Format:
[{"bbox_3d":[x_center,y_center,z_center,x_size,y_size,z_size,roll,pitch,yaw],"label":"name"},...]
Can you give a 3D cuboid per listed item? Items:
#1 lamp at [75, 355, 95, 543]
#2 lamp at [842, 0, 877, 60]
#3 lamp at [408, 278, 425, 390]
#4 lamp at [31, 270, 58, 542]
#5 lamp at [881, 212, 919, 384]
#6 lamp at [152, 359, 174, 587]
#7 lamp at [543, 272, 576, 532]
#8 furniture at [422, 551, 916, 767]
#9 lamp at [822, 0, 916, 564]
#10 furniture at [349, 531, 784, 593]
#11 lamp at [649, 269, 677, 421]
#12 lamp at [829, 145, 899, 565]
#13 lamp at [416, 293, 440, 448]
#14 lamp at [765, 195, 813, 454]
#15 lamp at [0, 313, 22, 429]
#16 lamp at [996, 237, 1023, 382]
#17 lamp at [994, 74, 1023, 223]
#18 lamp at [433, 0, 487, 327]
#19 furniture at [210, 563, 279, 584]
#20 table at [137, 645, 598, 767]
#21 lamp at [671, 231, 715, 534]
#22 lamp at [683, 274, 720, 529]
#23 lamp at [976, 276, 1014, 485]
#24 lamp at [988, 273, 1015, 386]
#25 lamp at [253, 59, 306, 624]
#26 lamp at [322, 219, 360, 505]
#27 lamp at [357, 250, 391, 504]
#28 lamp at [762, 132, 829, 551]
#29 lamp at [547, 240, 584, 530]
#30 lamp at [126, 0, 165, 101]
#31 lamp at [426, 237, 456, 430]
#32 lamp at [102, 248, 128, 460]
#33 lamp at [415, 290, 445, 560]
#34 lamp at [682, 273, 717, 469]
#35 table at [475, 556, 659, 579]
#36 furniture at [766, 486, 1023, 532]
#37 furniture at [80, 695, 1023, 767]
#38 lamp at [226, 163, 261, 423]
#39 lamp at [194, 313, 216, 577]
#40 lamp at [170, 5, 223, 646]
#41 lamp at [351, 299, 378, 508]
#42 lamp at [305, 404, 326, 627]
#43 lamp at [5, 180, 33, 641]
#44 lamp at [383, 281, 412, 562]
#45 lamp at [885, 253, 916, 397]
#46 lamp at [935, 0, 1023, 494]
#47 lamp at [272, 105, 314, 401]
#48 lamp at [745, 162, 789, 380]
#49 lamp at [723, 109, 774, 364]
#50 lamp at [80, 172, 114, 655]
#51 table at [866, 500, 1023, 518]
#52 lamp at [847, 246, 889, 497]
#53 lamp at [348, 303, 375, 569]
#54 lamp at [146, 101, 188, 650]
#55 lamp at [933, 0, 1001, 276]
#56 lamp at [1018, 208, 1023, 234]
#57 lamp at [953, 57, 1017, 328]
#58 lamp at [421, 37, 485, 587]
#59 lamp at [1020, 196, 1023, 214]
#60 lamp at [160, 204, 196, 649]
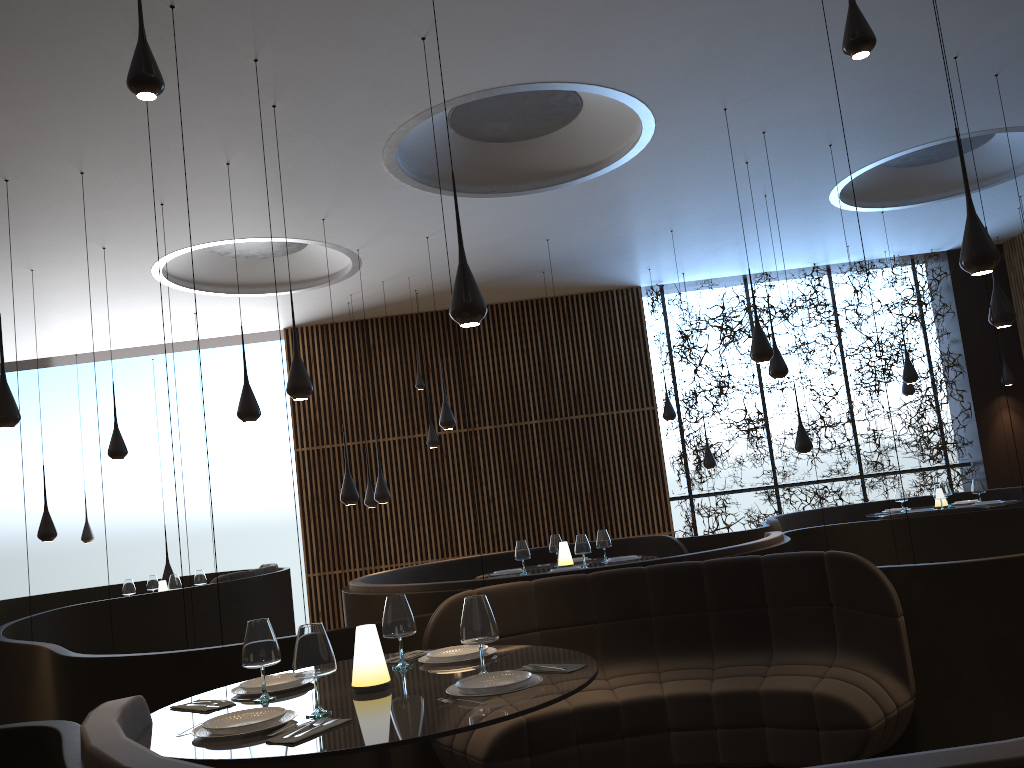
[{"bbox_3d":[-6.730,1.002,13.880,0.196,2.953,0.196,-10,-7,25],"label":"lamp"},{"bbox_3d":[1.343,-2.088,3.715,0.133,1.504,0.133,-6,-6,-5],"label":"lamp"},{"bbox_3d":[-1.288,-0.669,11.727,0.133,1.504,0.133,-6,-6,-5],"label":"lamp"},{"bbox_3d":[-5.084,0.210,9.546,0.196,2.953,0.196,-11,-8,35],"label":"lamp"},{"bbox_3d":[4.865,-1.101,11.208,0.196,2.217,0.196,-5,-7,-15],"label":"lamp"},{"bbox_3d":[-4.504,1.135,11.379,0.196,2.953,0.196,0,-9,-44],"label":"lamp"},{"bbox_3d":[0.804,1.534,11.968,0.196,6.258,0.196,-4,-7,-25],"label":"lamp"},{"bbox_3d":[0.779,1.520,4.649,2.532,1.057,0.933,-7,-7,6],"label":"furniture"},{"bbox_3d":[2.222,0.420,5.111,0.196,6.258,0.196,-11,-8,35],"label":"lamp"},{"bbox_3d":[0.492,2.116,8.033,3.787,1.115,3.895,-3,-8,-25],"label":"furniture"},{"bbox_3d":[2.124,-0.569,12.732,0.196,2.217,0.196,-11,-8,35],"label":"lamp"},{"bbox_3d":[3.516,0.727,8.433,0.196,6.258,0.196,-11,-8,35],"label":"lamp"},{"bbox_3d":[-1.227,-0.202,12.534,0.196,2.217,0.196,-10,-7,25],"label":"lamp"},{"bbox_3d":[3.064,-0.691,9.955,0.196,2.953,0.196,-6,-6,-5],"label":"lamp"},{"bbox_3d":[-3.615,-0.788,6.228,0.196,2.217,0.196,-11,-8,35],"label":"lamp"},{"bbox_3d":[7.694,0.872,13.042,0.196,6.258,0.196,-10,-7,25],"label":"lamp"},{"bbox_3d":[4.510,0.446,7.244,0.196,6.258,0.196,-8,-7,15],"label":"lamp"},{"bbox_3d":[-0.344,-1.395,4.645,0.196,2.217,0.196,0,-9,-44],"label":"lamp"},{"bbox_3d":[-3.194,2.720,10.434,0.931,1.057,2.540,-6,-8,-4],"label":"furniture"},{"bbox_3d":[-0.457,1.630,3.213,1.676,1.021,1.673,-12,-9,35],"label":"table"},{"bbox_3d":[2.359,1.179,10.726,0.196,6.258,0.196,0,-9,-44],"label":"lamp"},{"bbox_3d":[2.952,1.427,13.027,0.196,6.258,0.196,-10,-7,25],"label":"lamp"},{"bbox_3d":[6.810,0.860,12.200,0.196,6.258,0.196,-10,-7,25],"label":"lamp"},{"bbox_3d":[7.395,-1.075,13.556,0.196,2.217,0.196,-10,-7,25],"label":"lamp"},{"bbox_3d":[-1.360,0.911,5.619,0.196,6.258,0.196,-10,-7,25],"label":"lamp"},{"bbox_3d":[-1.785,-0.249,9.032,0.196,2.953,0.196,-2,-8,-35],"label":"lamp"},{"bbox_3d":[-1.627,-0.108,10.188,0.196,2.953,0.196,0,-9,-44],"label":"lamp"},{"bbox_3d":[2.709,0.749,7.909,0.196,6.258,0.196,-11,-8,35],"label":"lamp"},{"bbox_3d":[0.800,1.329,10.486,0.196,6.258,0.196,0,-9,-44],"label":"lamp"},{"bbox_3d":[-1.439,-1.806,3.363,0.133,1.504,0.133,-6,-6,-5],"label":"lamp"},{"bbox_3d":[-0.843,-0.585,10.058,0.196,2.217,0.196,-6,-6,-5],"label":"lamp"},{"bbox_3d":[-4.139,-0.323,9.153,0.196,2.217,0.196,-11,-8,35],"label":"lamp"},{"bbox_3d":[-0.994,1.770,12.150,0.196,6.258,0.196,-8,-6,8],"label":"lamp"},{"bbox_3d":[2.744,-0.208,13.182,0.196,2.953,0.196,-11,-8,35],"label":"lamp"},{"bbox_3d":[0.553,2.173,8.006,1.673,1.021,1.676,-8,-8,10],"label":"table"},{"bbox_3d":[5.012,1.848,10.118,3.788,1.044,3.898,-3,-8,-23],"label":"furniture"},{"bbox_3d":[0.661,1.241,2.265,3.933,1.044,1.987,-6,-7,-3],"label":"furniture"},{"bbox_3d":[-2.290,-0.778,7.428,0.196,2.217,0.196,-7,-6,5],"label":"lamp"},{"bbox_3d":[-4.048,2.107,11.994,0.196,6.258,0.196,-4,-7,-25],"label":"lamp"},{"bbox_3d":[-1.653,0.849,4.919,0.196,6.258,0.196,-5,-7,-15],"label":"lamp"},{"bbox_3d":[-2.068,0.217,12.165,0.196,2.953,0.196,-5,-7,-15],"label":"lamp"},{"bbox_3d":[-2.728,2.718,12.653,0.196,6.258,0.196,-4,-7,-25],"label":"lamp"},{"bbox_3d":[-3.838,1.397,7.028,0.196,6.258,0.196,-11,-8,35],"label":"lamp"},{"bbox_3d":[-1.360,1.723,11.497,0.196,6.258,0.196,-10,-7,28],"label":"lamp"},{"bbox_3d":[5.800,-0.915,13.354,0.196,2.217,0.196,-10,-7,25],"label":"lamp"},{"bbox_3d":[3.071,0.362,5.412,0.196,6.258,0.196,-11,-8,35],"label":"lamp"},{"bbox_3d":[-1.652,-0.984,6.513,0.196,2.217,0.196,-6,-6,-5],"label":"lamp"},{"bbox_3d":[2.509,-1.145,8.860,0.196,2.217,0.196,-11,-8,35],"label":"lamp"},{"bbox_3d":[1.964,-1.271,7.512,0.196,2.217,0.196,-11,-8,35],"label":"lamp"},{"bbox_3d":[-3.225,1.329,7.055,0.196,6.258,0.196,-7,-6,5],"label":"lamp"},{"bbox_3d":[5.107,1.962,10.351,1.672,1.021,1.678,-1,-10,-39],"label":"table"},{"bbox_3d":[5.243,1.089,12.531,0.196,6.258,0.196,-10,-7,25],"label":"lamp"},{"bbox_3d":[-1.987,1.922,12.407,0.196,6.258,0.196,-8,-6,8],"label":"lamp"},{"bbox_3d":[-2.018,0.956,5.382,0.196,6.258,0.196,-5,-7,-15],"label":"lamp"},{"bbox_3d":[2.374,-1.684,4.841,0.196,2.217,0.196,-11,-8,35],"label":"lamp"},{"bbox_3d":[7.167,0.728,11.553,0.196,6.258,0.196,-5,-7,-15],"label":"lamp"},{"bbox_3d":[3.710,-1.541,7.038,0.196,2.217,0.196,-11,-8,35],"label":"lamp"},{"bbox_3d":[-0.229,0.775,5.595,0.196,6.258,0.196,-11,-8,35],"label":"lamp"},{"bbox_3d":[6.876,0.687,11.008,0.196,6.258,0.196,-8,-7,15],"label":"lamp"},{"bbox_3d":[-2.904,1.413,7.935,0.196,6.258,0.196,-7,-6,5],"label":"lamp"}]
